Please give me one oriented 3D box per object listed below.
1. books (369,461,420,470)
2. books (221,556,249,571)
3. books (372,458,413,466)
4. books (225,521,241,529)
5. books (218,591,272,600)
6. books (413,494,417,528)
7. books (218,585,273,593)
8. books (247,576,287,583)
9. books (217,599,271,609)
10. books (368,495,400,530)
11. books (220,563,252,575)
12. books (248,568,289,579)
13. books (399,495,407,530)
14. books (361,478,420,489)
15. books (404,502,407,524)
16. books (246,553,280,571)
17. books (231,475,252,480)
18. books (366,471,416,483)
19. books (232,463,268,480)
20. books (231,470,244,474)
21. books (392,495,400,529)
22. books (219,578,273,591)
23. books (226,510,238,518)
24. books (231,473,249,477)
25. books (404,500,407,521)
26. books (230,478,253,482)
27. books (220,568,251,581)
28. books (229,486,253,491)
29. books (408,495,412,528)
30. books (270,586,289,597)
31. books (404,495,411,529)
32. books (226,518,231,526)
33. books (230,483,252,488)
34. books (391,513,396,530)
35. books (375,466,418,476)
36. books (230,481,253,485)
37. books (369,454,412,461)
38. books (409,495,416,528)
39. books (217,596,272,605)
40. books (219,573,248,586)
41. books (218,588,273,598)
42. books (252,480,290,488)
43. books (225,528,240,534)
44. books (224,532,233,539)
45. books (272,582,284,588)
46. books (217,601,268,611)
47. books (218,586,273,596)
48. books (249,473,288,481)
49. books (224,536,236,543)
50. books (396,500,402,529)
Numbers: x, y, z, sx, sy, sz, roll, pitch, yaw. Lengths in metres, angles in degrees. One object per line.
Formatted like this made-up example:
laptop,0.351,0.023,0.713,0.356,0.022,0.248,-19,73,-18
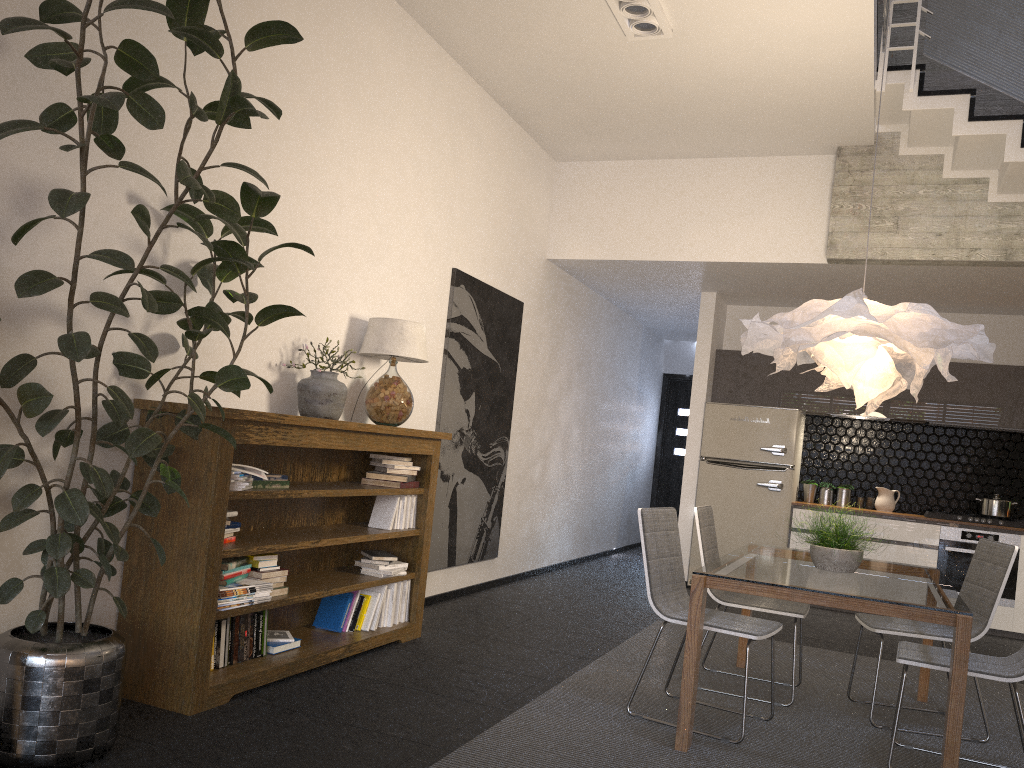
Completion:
books,-0.656,0.458,4.955,0.175,0.019,0.243,9,-5,-42
books,-1.244,0.747,3.730,0.193,0.028,0.246,6,-4,3
books,-0.671,0.434,4.942,0.175,0.024,0.243,7,-4,-22
books,-1.257,0.576,3.645,0.162,0.023,0.232,4,-4,23
books,-1.185,0.861,3.679,0.218,0.006,0.306,4,-4,27
books,-0.606,0.717,5.036,0.135,0.189,0.031,5,-1,22
books,-1.184,0.834,3.679,0.218,0.008,0.306,4,-4,27
books,-1.158,0.857,3.954,0.242,0.024,0.175,4,-4,30
books,-1.187,0.892,3.667,0.218,0.007,0.306,4,-4,27
books,-0.696,0.695,4.816,0.135,0.182,0.078,5,-1,23
books,-1.245,0.768,3.731,0.192,0.014,0.256,5,-4,11
books,-1.144,0.832,3.955,0.225,0.029,0.180,4,-4,25
books,-0.654,0.702,4.900,0.135,0.188,0.018,5,-1,22
books,-0.669,0.545,4.891,0.230,0.034,0.287,5,-4,15
books,-0.657,0.706,4.954,0.135,0.188,0.018,5,-1,22
books,-1.158,0.782,3.957,0.216,0.069,0.158,4,-4,32
books,-1.219,0.375,3.683,0.253,0.011,0.319,6,-4,-6
books,1.920,-2.495,6.075,5.407,6.702,0.360,7,-1,-27
books,-1.210,0.345,3.739,0.274,0.109,0.322,8,-4,-32
books,-1.234,0.351,3.662,0.252,0.011,0.319,6,-4,-1
books,-0.690,0.697,4.875,0.135,0.188,0.018,5,-1,22
books,-1.181,0.826,3.680,0.218,0.013,0.306,4,-4,27
books,-1.251,0.534,3.659,0.155,0.020,0.206,5,-4,8
books,-1.231,0.362,3.669,0.253,0.011,0.319,6,-4,-6
books,-0.654,0.704,4.918,0.135,0.189,0.015,5,-1,22
books,-1.224,0.384,3.667,0.252,0.011,0.319,6,-4,4
books,-1.233,0.787,3.719,0.175,0.023,0.250,5,-4,8
books,-1.215,0.418,3.682,0.252,0.011,0.319,6,-4,-4
books,-0.638,0.711,5.002,0.135,0.188,0.018,5,-1,22
books,-1.150,0.910,3.943,0.242,0.034,0.180,4,-4,25
books,-0.635,0.709,4.963,0.135,0.189,0.015,5,-1,22
books,-1.251,0.555,3.652,0.148,0.023,0.221,8,-4,-26
books,-1.217,0.408,3.693,0.253,0.011,0.319,6,-4,-8
books,-0.691,0.709,4.834,0.120,0.157,0.056,5,-1,22
books,-0.650,0.483,4.954,0.179,0.029,0.225,8,-4,-25
books,-1.217,0.399,3.710,0.253,0.011,0.319,7,-4,-11
books,-0.676,0.410,4.945,0.205,0.022,0.155,5,-4,8
books,-0.616,0.714,5.014,0.135,0.188,0.018,5,-1,22
books,-1.184,0.877,3.667,0.218,0.013,0.306,4,-4,27
books,-1.236,0.810,3.718,0.175,0.023,0.250,6,-4,3
books,-1.179,0.849,3.676,0.218,0.008,0.306,4,-4,26
books,-1.125,0.431,3.879,0.179,0.034,0.244,4,-4,26
books,-1.258,0.598,3.653,0.174,0.019,0.244,5,-4,8
books,-1.259,0.619,3.658,0.155,0.022,0.205,6,-4,3
books,-1.156,0.880,3.940,0.227,0.024,0.167,4,-4,21
books,-1.187,0.899,3.668,0.218,0.008,0.306,4,-4,22
books,-1.181,0.842,3.677,0.218,0.008,0.306,4,-4,26
books,-1.121,0.402,3.870,0.166,0.024,0.228,4,-4,27
books,-1.267,0.640,3.660,0.158,0.021,0.225,5,-4,8
books,-0.669,0.715,4.887,0.120,0.159,0.016,5,-1,22
